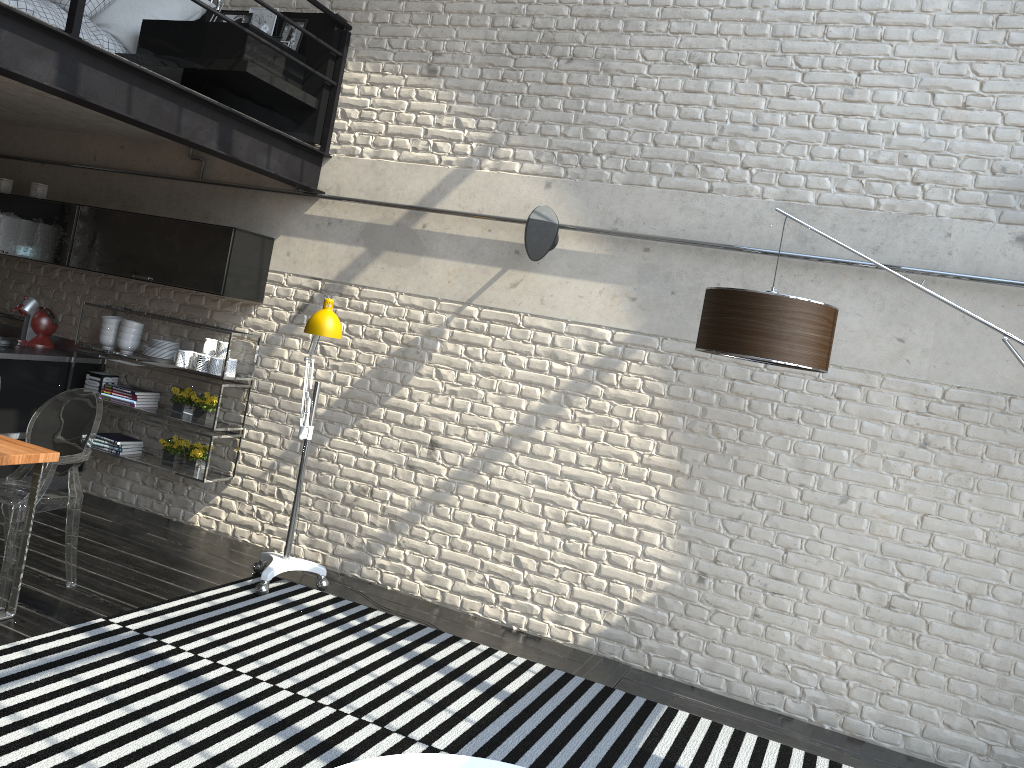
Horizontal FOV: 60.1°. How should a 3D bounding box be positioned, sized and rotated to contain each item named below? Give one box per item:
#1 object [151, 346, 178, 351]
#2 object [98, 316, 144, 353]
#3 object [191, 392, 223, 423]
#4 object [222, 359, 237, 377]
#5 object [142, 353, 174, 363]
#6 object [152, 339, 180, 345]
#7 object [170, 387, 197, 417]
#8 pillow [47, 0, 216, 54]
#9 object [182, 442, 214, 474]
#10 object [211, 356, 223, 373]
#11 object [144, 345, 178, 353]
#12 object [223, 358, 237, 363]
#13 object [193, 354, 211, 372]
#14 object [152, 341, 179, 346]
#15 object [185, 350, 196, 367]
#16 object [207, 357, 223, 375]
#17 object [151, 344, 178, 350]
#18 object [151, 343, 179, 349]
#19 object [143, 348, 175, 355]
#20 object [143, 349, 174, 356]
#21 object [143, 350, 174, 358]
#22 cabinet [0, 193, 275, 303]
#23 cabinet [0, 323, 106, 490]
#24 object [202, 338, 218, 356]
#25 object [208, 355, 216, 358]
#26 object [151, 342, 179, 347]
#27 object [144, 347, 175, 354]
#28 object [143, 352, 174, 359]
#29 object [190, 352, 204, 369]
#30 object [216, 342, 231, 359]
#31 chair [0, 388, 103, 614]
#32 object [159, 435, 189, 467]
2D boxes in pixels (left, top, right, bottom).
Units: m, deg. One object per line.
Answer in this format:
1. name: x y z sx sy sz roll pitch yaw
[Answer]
1. object: -2.255 -0.220 5.737 0.171 0.029 0.170 12 3 27
2. object: -2.613 -0.333 5.907 0.311 0.217 0.149 11 0 19
3. object: -1.927 0.145 5.591 0.176 0.192 0.181 11 1 34
4. object: -1.780 -0.104 5.545 0.083 0.100 0.108 11 1 36
5. object: -2.266 -0.166 5.736 0.251 0.031 0.252 10 3 -9
6. object: -2.248 -0.263 5.738 0.171 0.029 0.170 12 3 27
7. object: -2.101 0.110 5.663 0.183 0.192 0.174 11 1 44
8. pillow: -3.182 -2.527 5.726 2.145 0.733 1.140 11 2 20
9. object: -1.984 0.459 5.591 0.183 0.192 0.174 11 1 44
10. object: -1.882 -0.124 5.594 0.083 0.100 0.108 11 1 36
11. object: -2.258 -0.214 5.737 0.251 0.031 0.252 10 3 -9
12. object: -1.805 -0.113 5.646 0.082 0.100 0.109 10 1 -34
13. object: -1.940 -0.133 5.544 0.082 0.100 0.109 10 1 -34
14. object: -2.249 -0.254 5.738 0.171 0.029 0.170 12 3 27
15. object: -2.074 -0.164 5.689 0.082 0.100 0.109 10 1 -34
16. object: -1.836 -0.112 5.500 0.083 0.100 0.108 10 1 11
17. object: -2.254 -0.229 5.738 0.171 0.029 0.170 12 3 27
18. object: -2.252 -0.237 5.738 0.171 0.029 0.170 12 3 27
19. object: -2.261 -0.198 5.737 0.251 0.031 0.252 10 3 -9
20. object: -2.262 -0.190 5.737 0.251 0.031 0.252 10 3 -9
21. object: -2.264 -0.182 5.737 0.251 0.031 0.252 10 3 -9
22. cabinet: -3.408 -1.092 6.238 3.910 0.422 0.398 11 1 22
23. cabinet: -4.594 -0.037 5.523 2.757 1.005 2.423 11 2 22
24. object: -1.927 -0.236 5.615 0.083 0.100 0.108 11 1 36
25. object: -1.929 -0.138 5.692 0.083 0.100 0.108 11 1 21
26. object: -2.251 -0.246 5.738 0.171 0.029 0.170 12 3 27
27. object: -2.259 -0.206 5.737 0.251 0.031 0.252 10 3 -9
28. object: -2.265 -0.174 5.737 0.251 0.031 0.252 10 3 -9
29. object: -1.989 -0.146 5.624 0.083 0.100 0.108 10 1 11
30. object: -1.805 -0.211 5.563 0.083 0.100 0.108 10 1 11
31. chair: -2.287 0.484 4.168 0.542 0.941 0.588 10 0 17
32. object: -2.153 0.425 5.657 0.176 0.192 0.181 11 1 34
